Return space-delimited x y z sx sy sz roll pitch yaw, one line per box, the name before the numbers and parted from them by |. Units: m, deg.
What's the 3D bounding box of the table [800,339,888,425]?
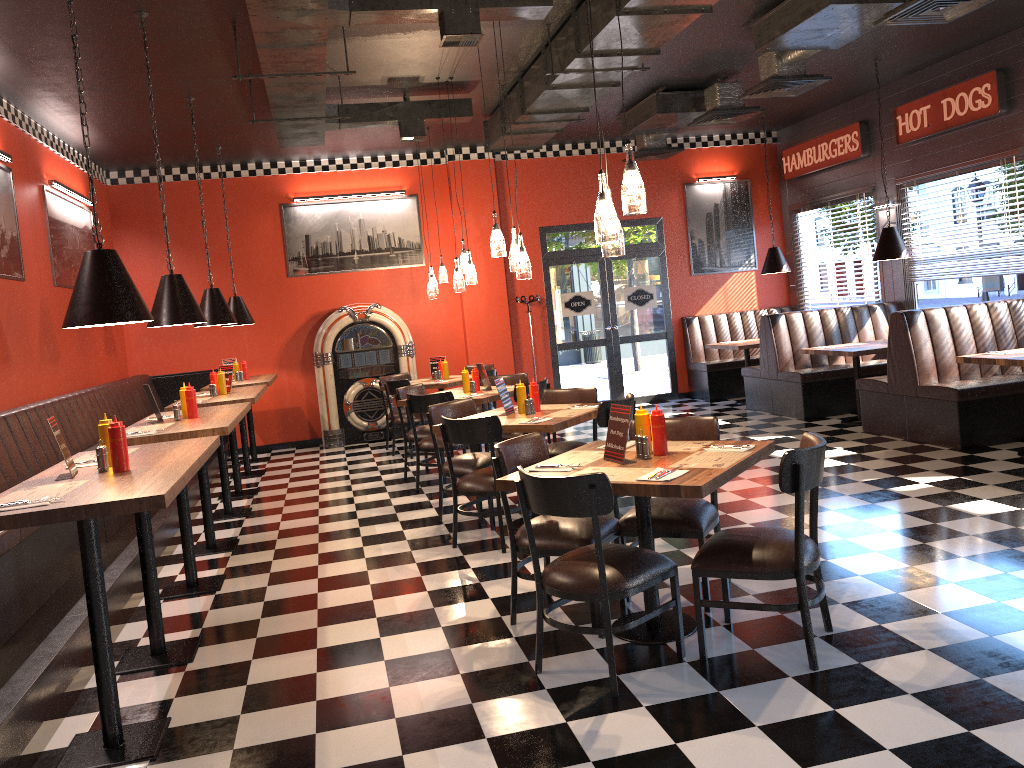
table | 4.043 -0.056 9.196 1.693 0.772 0.958 -7 4 -12

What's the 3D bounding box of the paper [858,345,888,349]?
paper | 3.643 -0.368 8.764 0.365 0.001 0.261 -7 5 -10

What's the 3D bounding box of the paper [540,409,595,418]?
paper | 0.378 0.198 5.988 0.260 0.001 0.367 -3 6 31

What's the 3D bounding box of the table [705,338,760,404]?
table | 3.538 -0.209 11.540 1.693 0.772 0.958 -7 4 -12

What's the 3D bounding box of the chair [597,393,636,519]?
chair | 0.588 0.523 5.948 0.544 0.866 0.488 -4 4 30

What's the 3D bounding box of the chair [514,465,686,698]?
chair | 0.343 0.746 3.662 0.486 0.866 0.546 -3 4 45

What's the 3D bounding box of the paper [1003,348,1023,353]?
paper | 4.155 -0.275 7.112 0.365 0.001 0.261 -7 5 -11

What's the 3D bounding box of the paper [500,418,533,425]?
paper | -0.052 0.250 5.872 0.365 0.001 0.262 -3 6 32

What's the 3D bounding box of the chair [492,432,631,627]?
chair | 0.224 0.697 4.357 0.544 0.866 0.488 -4 3 28

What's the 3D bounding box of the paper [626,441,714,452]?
paper | 0.768 0.304 4.323 0.365 0.001 0.262 -3 6 33

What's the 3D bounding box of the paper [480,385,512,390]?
paper | -0.208 0.036 8.519 0.365 0.001 0.262 -3 6 31

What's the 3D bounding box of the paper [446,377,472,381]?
paper | -0.575 -0.060 10.041 0.261 0.001 0.367 -3 6 32

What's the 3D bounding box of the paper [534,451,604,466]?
paper | 0.311 0.355 4.249 0.261 0.001 0.367 -2 6 33

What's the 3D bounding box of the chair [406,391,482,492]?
chair | -0.604 0.480 7.803 0.486 0.866 0.546 -4 4 28

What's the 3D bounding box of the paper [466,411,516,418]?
paper | -0.169 0.223 6.320 0.261 0.001 0.367 -2 6 34

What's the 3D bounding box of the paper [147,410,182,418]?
paper | -2.488 0.216 6.437 0.261 0.001 0.366 -6 5 -9

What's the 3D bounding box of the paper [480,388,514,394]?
paper | -0.094 0.062 8.085 0.261 0.001 0.367 -3 6 32

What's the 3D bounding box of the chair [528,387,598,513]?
chair | 0.393 0.482 6.636 0.486 0.866 0.546 -4 4 33

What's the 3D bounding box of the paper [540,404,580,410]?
paper | 0.289 0.167 6.445 0.365 0.001 0.262 -3 6 31

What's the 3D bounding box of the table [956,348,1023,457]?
table | 4.543 0.097 6.875 1.693 0.772 0.958 -7 4 -12

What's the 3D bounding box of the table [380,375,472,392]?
table | -0.806 0.335 10.238 0.959 0.772 0.960 -3 5 33

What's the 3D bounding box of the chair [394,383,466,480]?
chair | -0.798 0.439 8.490 0.544 0.866 0.488 -4 3 25

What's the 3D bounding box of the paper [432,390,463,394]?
paper | -0.663 0.088 8.436 0.261 0.001 0.367 -3 6 32

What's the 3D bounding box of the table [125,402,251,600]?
table | -2.117 0.727 5.916 0.696 0.997 1.694 -6 4 -12

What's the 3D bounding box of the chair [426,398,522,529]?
chair | -0.297 0.560 6.532 0.544 0.866 0.488 -3 4 42

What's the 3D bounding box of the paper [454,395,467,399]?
paper | -0.542 0.116 7.974 0.365 0.001 0.262 -2 6 34

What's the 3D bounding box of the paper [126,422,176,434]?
paper | -2.261 0.275 5.497 0.261 0.001 0.366 -6 5 -9

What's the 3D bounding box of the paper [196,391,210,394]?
paper | -2.921 0.081 8.487 0.261 0.001 0.366 -6 5 -9

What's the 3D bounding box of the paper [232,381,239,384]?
paper | -3.144 -0.001 9.682 0.261 0.001 0.366 -6 5 -9

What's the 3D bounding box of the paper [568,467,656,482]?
paper | 0.424 0.385 3.785 0.365 0.001 0.262 -2 6 35

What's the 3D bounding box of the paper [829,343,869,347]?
paper | 3.566 -0.416 9.407 0.365 0.001 0.261 -7 5 -10

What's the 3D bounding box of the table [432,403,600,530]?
table | 0.153 0.593 6.181 0.959 0.772 0.960 -3 5 33

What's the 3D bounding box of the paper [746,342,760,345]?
paper | 3.088 -0.516 11.103 0.366 0.001 0.261 -7 5 -15

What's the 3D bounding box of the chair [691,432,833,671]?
chair | 1.065 0.670 3.712 0.544 0.866 0.488 -4 3 28

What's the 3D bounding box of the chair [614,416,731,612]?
chair | 0.810 0.627 4.496 0.486 0.866 0.546 -4 3 27

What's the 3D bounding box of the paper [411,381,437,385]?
paper | -1.006 -0.008 9.932 0.365 0.001 0.262 -2 6 33

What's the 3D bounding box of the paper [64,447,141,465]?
paper | -1.992 0.351 4.318 0.261 0.001 0.366 -6 5 -9

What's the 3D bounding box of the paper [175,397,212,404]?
paper | -2.725 0.139 7.588 0.261 0.001 0.366 -6 5 -9

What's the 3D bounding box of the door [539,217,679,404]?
door | 1.363 -0.962 12.277 1.802 2.567 0.128 -6 2 -12

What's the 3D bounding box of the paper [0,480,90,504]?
paper | -1.798 0.413 3.378 0.261 0.001 0.366 -6 5 -9

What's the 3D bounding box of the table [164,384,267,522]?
table | -2.561 0.592 7.978 0.696 0.997 1.694 -6 4 -12

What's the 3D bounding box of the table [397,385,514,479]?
table | -0.354 0.462 8.262 0.959 0.772 0.960 -3 5 33

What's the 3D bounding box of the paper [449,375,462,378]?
paper | -0.655 -0.092 10.499 0.365 0.001 0.262 -3 6 32

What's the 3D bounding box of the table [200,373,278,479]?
table | -3.012 0.455 10.070 0.696 0.997 1.694 -6 4 -12

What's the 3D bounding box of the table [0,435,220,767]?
table | -1.671 0.863 3.844 0.696 0.997 1.694 -6 4 -12

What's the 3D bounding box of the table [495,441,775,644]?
table | 0.623 0.730 4.071 0.955 0.772 0.964 -3 5 33

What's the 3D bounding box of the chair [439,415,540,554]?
chair | -0.144 0.608 5.798 0.486 0.866 0.546 -3 4 36

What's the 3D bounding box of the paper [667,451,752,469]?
paper | 0.874 0.331 3.888 0.261 0.001 0.367 -2 6 33

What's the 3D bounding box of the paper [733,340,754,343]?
paper | 3.056 -0.568 11.741 0.366 0.001 0.261 -7 5 -12

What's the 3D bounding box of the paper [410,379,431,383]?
paper | -1.115 -0.036 10.383 0.261 0.001 0.367 -2 6 35
